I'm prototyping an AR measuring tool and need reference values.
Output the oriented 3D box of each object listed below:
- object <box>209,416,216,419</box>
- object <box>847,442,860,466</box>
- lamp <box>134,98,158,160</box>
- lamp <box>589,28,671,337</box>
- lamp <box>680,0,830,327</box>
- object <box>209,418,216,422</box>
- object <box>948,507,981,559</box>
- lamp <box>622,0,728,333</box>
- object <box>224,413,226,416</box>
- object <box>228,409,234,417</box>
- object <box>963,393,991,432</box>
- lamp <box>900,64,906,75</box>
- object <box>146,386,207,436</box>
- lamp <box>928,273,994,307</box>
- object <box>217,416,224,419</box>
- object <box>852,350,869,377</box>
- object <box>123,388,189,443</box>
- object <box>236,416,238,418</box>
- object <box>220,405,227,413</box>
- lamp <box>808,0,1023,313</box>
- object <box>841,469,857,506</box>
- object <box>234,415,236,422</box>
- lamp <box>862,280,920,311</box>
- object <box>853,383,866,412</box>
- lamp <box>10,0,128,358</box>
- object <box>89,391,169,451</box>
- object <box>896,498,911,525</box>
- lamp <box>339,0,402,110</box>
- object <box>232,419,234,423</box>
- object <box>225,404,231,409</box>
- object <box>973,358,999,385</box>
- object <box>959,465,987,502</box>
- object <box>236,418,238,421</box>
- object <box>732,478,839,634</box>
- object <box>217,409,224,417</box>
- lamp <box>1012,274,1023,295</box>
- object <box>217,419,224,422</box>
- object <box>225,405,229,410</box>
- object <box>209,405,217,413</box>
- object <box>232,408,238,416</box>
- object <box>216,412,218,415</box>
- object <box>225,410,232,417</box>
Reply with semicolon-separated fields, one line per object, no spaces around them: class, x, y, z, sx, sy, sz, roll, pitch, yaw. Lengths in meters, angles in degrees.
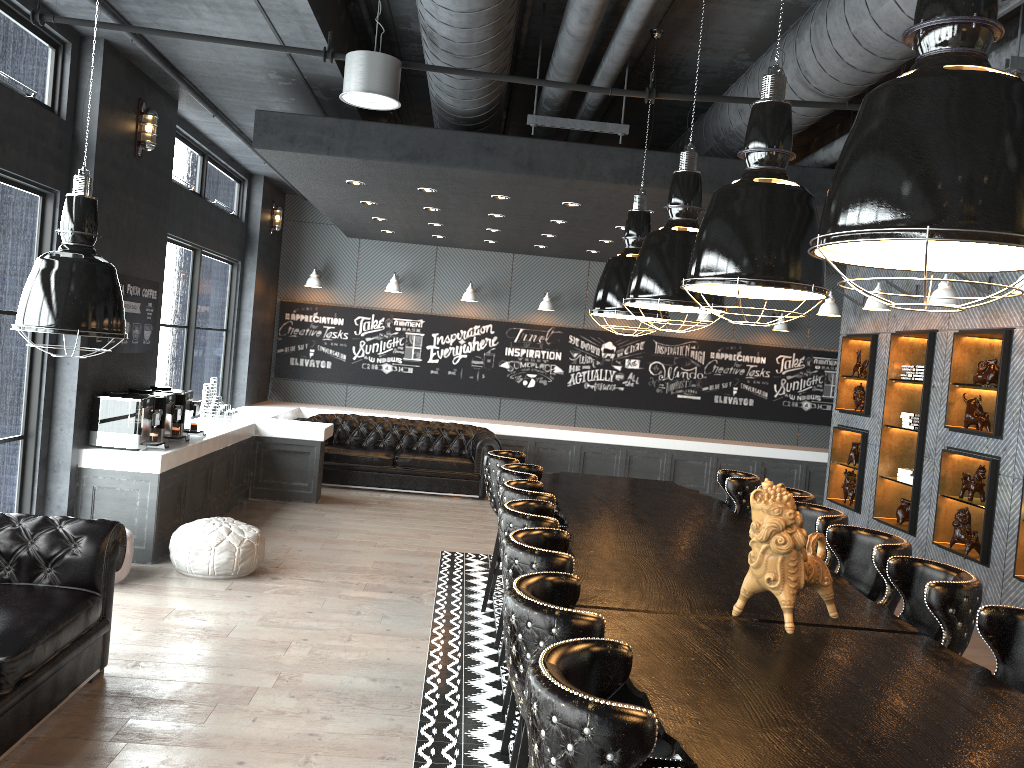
object;-3.141;0.322;9.309;0.074;0.073;0.074;6;2;17
object;3.658;0.737;9.336;0.253;0.249;0.126;4;2;-28
lamp;-2.952;-2.063;7.200;0.139;0.480;0.145;5;1;-3
lamp;0.982;-1.514;6.707;0.622;2.302;0.621;6;2;42
lamp;1.130;-1.402;3.792;0.622;2.302;0.621;6;2;42
object;-3.145;0.356;9.310;0.074;0.073;0.074;6;2;17
object;3.656;1.192;7.126;0.177;0.388;0.338;5;2;5
lamp;1.056;-1.458;5.250;0.622;2.302;0.621;6;2;42
object;-3.061;0.299;9.395;0.074;0.073;0.074;6;2;17
object;-2.977;0.307;9.399;0.074;0.073;0.074;6;2;17
object;3.753;0.235;7.140;0.154;0.309;0.324;5;2;2
lamp;2.493;-1.973;5.677;0.380;1.045;0.381;6;2;23
object;-2.996;0.246;7.876;0.503;0.426;0.335;5;2;-3
lamp;3.556;-0.756;7.011;0.490;0.287;0.243;6;2;13
object;-3.059;0.329;9.313;0.074;0.073;0.074;6;2;17
object;3.660;-0.220;9.277;0.097;0.290;0.290;5;2;-5
object;-2.970;0.266;7.375;0.503;0.426;0.335;5;2;-3
object;-2.988;0.327;9.562;0.074;0.073;0.074;6;2;28
object;-3.058;0.265;9.394;0.074;0.073;0.074;6;2;17
lamp;1.204;-1.346;2.335;0.622;2.302;0.621;6;2;42
object;3.579;1.085;9.323;0.170;0.362;0.269;5;2;-10
object;-2.987;0.365;9.481;0.074;0.073;0.074;6;2;17
lamp;3.499;-0.818;8.162;0.490;0.287;0.243;6;2;13
object;3.663;0.154;9.265;0.155;0.329;0.236;5;2;2
lamp;-1.546;-1.176;3.263;0.391;2.160;0.391;6;2;42
object;-2.944;0.285;6.859;0.503;0.426;0.335;5;2;-3
object;3.735;1.195;8.233;0.314;0.251;0.157;6;2;12
lamp;-0.834;-2.268;5.500;0.381;1.045;0.380;4;2;-35
object;-2.983;0.368;9.401;0.074;0.073;0.074;6;2;17
object;-3.066;0.258;9.556;0.074;0.073;0.074;6;2;28
object;3.799;-0.098;7.093;0.138;0.222;0.278;5;2;-4
object;3.722;0.790;7.180;0.143;0.306;0.317;5;2;-8
object;-2.991;0.362;9.563;0.074;0.073;0.074;6;2;28
object;1.059;0.626;3.319;0.475;0.545;0.249;4;2;-40
object;-3.057;0.302;9.313;0.074;0.073;0.074;6;2;17
lamp;3.613;-0.738;5.915;0.490;0.287;0.243;6;2;13
object;-3.063;0.364;9.314;0.074;0.073;0.074;6;2;17
object;-3.062;0.262;9.474;0.074;0.073;0.074;6;2;17
object;-3.136;0.261;9.307;0.074;0.073;0.074;6;2;17
object;-2.986;0.300;9.562;0.074;0.073;0.074;6;2;28
object;-3.143;0.292;9.390;0.074;0.073;0.074;6;2;17
object;-2.973;0.310;9.317;0.074;0.073;0.074;6;2;17
